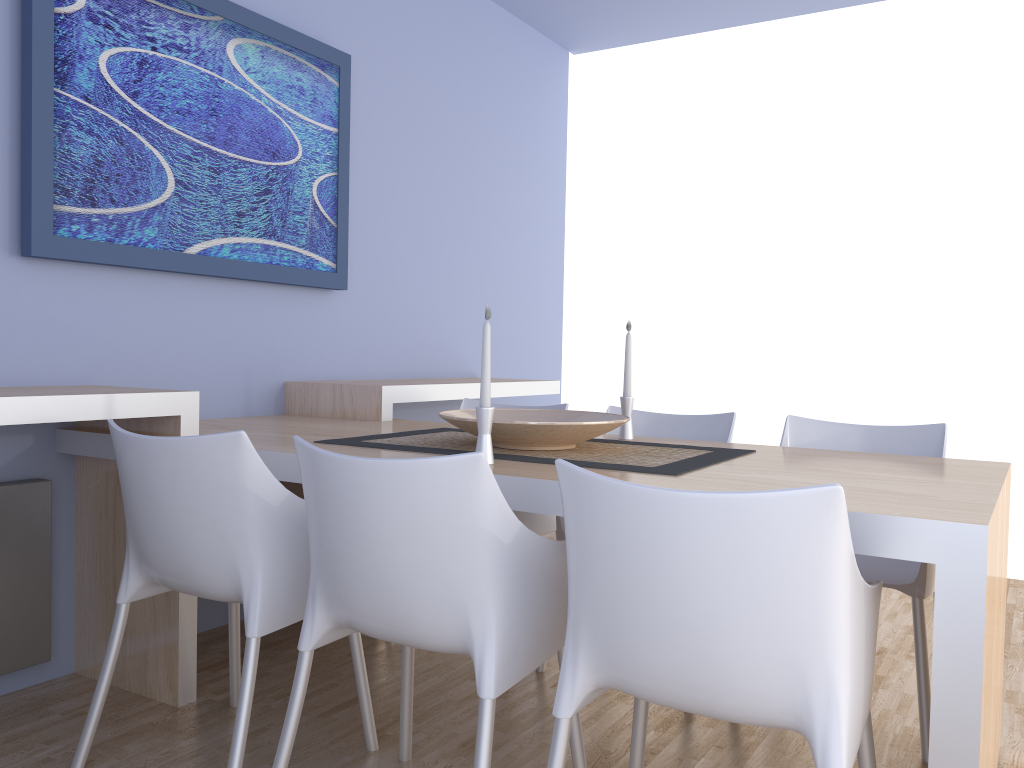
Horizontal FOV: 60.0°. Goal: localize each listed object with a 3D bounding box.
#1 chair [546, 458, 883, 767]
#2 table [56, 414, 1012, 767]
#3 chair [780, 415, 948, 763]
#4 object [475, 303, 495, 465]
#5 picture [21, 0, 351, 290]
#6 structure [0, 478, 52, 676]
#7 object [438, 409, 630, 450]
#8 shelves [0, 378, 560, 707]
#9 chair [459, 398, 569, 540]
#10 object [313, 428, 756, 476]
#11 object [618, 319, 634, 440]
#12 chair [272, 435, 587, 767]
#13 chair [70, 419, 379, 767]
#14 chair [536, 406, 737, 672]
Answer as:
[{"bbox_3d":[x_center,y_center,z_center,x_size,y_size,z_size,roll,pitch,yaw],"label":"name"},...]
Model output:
[{"bbox_3d":[0.335,0.520,1.461,0.510,0.793,0.486,2,2,31],"label":"chair"},{"bbox_3d":[-0.044,0.519,2.358,2.340,0.718,1.002,2,2,31],"label":"table"},{"bbox_3d":[0.927,0.500,2.443,0.510,0.793,0.486,2,2,31],"label":"chair"},{"bbox_3d":[-0.057,-0.001,1.922,0.045,0.349,0.045,1,2,-17],"label":"object"},{"bbox_3d":[-0.972,-0.805,2.903,0.049,0.901,1.252,2,2,31],"label":"picture"},{"bbox_3d":[-1.111,0.507,2.761,0.064,0.503,3.843,2,2,31],"label":"structure"},{"bbox_3d":[0.056,0.120,2.295,0.493,0.081,0.493,0,2,-40],"label":"object"},{"bbox_3d":[-0.989,0.429,2.608,0.463,0.840,3.901,2,2,31],"label":"shelves"},{"bbox_3d":[-0.086,0.458,3.053,0.510,0.793,0.486,2,2,31],"label":"chair"},{"bbox_3d":[0.059,0.162,2.299,0.986,0.005,0.594,2,2,31],"label":"object"},{"bbox_3d":[0.335,-0.014,2.573,0.045,0.349,0.045,2,2,31],"label":"object"},{"bbox_3d":[-0.157,0.499,1.757,0.510,0.793,0.486,2,2,31],"label":"chair"},{"bbox_3d":[-0.648,0.479,2.053,0.510,0.793,0.486,2,2,31],"label":"chair"},{"bbox_3d":[0.417,0.479,2.750,0.510,0.793,0.486,2,2,32],"label":"chair"}]
